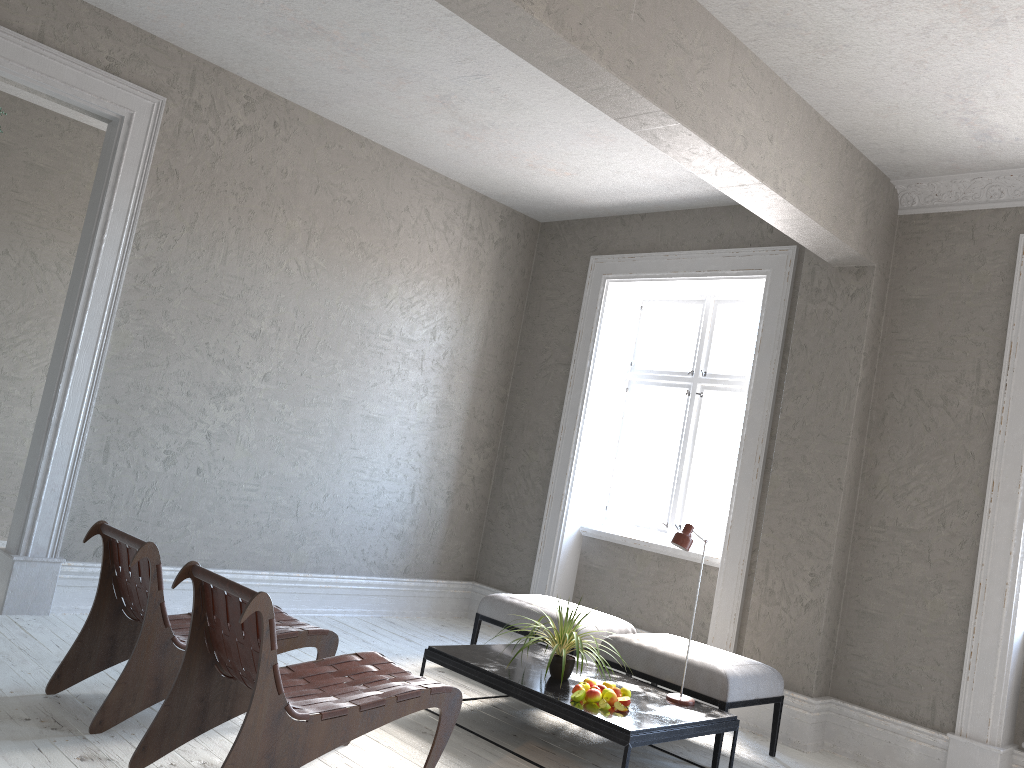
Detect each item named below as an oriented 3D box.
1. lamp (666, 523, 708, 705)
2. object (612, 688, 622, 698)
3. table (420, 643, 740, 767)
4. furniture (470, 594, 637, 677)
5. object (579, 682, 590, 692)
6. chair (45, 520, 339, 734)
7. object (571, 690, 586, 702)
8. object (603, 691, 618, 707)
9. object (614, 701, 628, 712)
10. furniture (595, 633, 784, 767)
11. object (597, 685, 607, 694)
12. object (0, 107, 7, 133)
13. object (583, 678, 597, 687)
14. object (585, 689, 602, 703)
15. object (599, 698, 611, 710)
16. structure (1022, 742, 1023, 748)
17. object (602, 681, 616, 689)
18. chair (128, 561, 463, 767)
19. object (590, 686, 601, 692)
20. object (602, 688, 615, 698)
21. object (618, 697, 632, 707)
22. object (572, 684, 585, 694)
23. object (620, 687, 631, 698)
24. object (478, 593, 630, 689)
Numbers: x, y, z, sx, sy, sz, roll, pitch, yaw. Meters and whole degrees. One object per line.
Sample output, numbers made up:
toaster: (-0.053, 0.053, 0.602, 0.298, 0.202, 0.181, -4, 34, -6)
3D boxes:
lamp: (0.825, 1.094, 4.261, 0.253, 0.840, 0.137, 12, -6, -10)
object: (0.468, 1.402, 4.002, 0.057, 0.058, 0.058, 8, -6, 28)
table: (0.290, 1.577, 4.268, 1.282, 0.303, 0.867, 5, -8, 45)
furniture: (0.252, 1.580, 5.422, 0.810, 0.476, 0.595, 5, -8, 45)
object: (0.322, 1.371, 3.995, 0.062, 0.063, 0.061, 12, -6, -13)
chair: (-1.306, 1.025, 3.825, 0.496, 0.721, 1.038, 5, -8, 45)
object: (0.291, 1.359, 3.866, 0.060, 0.053, 0.058, 15, -7, -38)
object: (0.432, 1.382, 3.889, 0.063, 0.062, 0.060, 8, -6, 26)
object: (0.472, 1.397, 3.834, 0.049, 0.036, 0.059, 14, -7, -34)
furniture: (0.934, 1.640, 4.744, 0.810, 0.476, 0.595, 5, -8, 45)
object: (0.404, 1.392, 4.014, 0.059, 0.056, 0.059, 7, -7, 32)
object: (-1.377, -0.558, 1.960, 0.422, 0.507, 0.390, 14, -6, -29)
object: (0.354, 1.382, 4.059, 0.072, 0.066, 0.069, 14, -6, -30)
object: (0.357, 1.366, 3.879, 0.075, 0.064, 0.074, 12, -6, -14)
object: (0.402, 1.382, 3.819, 0.048, 0.037, 0.065, 12, -6, -18)
structure: (3.050, 1.684, 4.093, 1.197, 0.428, 0.152, 5, -8, 43)
object: (0.444, 1.399, 4.068, 0.068, 0.066, 0.069, 15, -7, -40)
chair: (-0.713, 1.078, 3.235, 0.496, 0.721, 1.038, 5, -8, 45)
object: (0.370, 1.379, 3.955, 0.057, 0.058, 0.058, 6, -7, 36)
object: (0.430, 1.390, 3.951, 0.061, 0.058, 0.061, 11, -6, 0)
object: (0.495, 1.410, 3.932, 0.066, 0.039, 0.065, 15, -7, -39)
object: (0.298, 1.365, 3.938, 0.058, 0.058, 0.055, 13, -6, -20)
object: (0.517, 1.417, 4.054, 0.059, 0.055, 0.069, 9, -6, 12)
object: (0.256, 1.209, 4.243, 0.744, 0.420, 0.651, 13, -6, -27)
